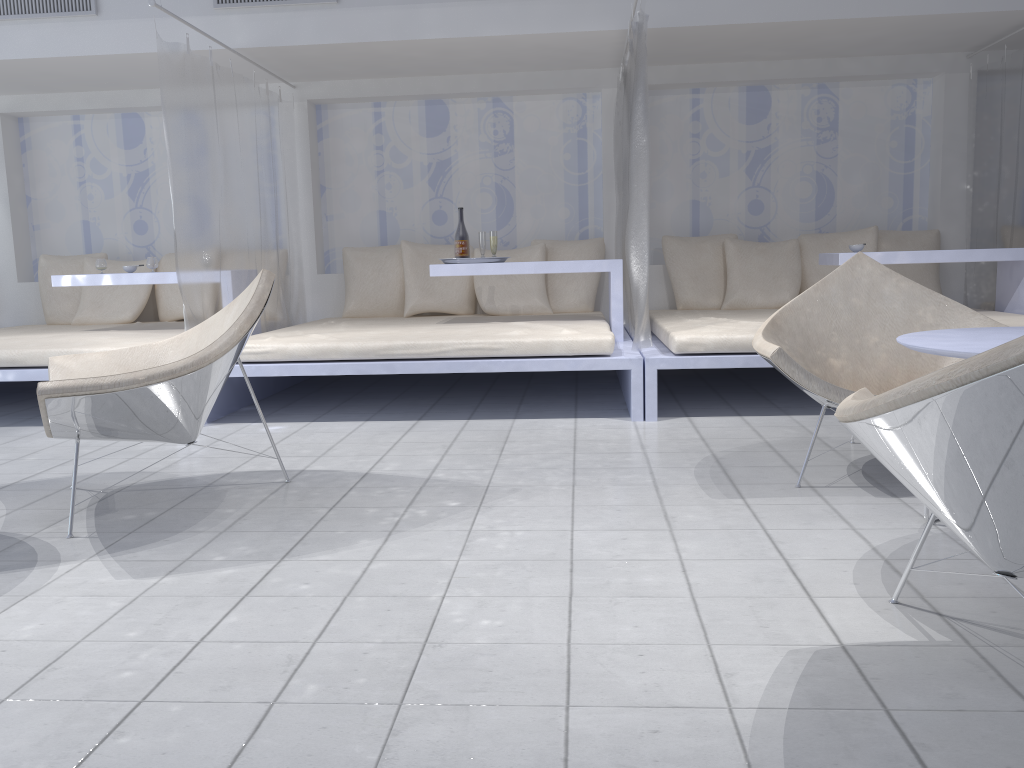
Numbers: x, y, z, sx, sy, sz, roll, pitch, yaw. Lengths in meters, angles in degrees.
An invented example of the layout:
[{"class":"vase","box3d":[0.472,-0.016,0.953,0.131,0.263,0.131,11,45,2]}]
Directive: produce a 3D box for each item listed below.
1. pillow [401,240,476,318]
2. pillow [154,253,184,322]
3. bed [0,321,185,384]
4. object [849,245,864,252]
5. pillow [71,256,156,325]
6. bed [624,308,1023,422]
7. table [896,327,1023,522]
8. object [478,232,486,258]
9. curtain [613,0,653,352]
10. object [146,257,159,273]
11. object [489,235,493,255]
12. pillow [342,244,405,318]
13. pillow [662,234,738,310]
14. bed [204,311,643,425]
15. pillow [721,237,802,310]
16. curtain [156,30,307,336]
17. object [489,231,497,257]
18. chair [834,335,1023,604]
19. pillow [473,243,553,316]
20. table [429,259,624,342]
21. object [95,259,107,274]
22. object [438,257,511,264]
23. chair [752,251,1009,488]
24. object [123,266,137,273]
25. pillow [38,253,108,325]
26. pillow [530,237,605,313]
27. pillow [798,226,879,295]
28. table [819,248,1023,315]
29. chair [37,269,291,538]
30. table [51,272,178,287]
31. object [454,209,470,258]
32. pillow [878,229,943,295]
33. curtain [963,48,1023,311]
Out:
[{"class":"pillow","box3d":[-0.497,-0.723,6.053,0.537,0.527,0.233,-4,8,-15]},{"class":"pillow","box3d":[-2.260,-0.692,6.193,0.537,0.527,0.233,2,9,24]},{"class":"bed","box3d":[-2.611,-0.120,5.358,2.200,0.427,2.016,-1,8,5]},{"class":"object","box3d":[1.933,-0.760,4.976,0.082,0.043,0.082,-7,10,-34]},{"class":"pillow","box3d":[-2.767,-0.652,6.182,0.528,0.482,0.307,0,8,9]},{"class":"bed","box3d":[1.790,-0.197,5.009,2.200,0.427,2.016,-1,8,5]},{"class":"table","box3d":[1.392,0.157,2.194,0.823,0.534,0.825,-4,8,-18]},{"class":"object","box3d":[-0.170,-0.792,5.127,0.059,0.174,0.059,-6,9,-27]},{"class":"curtain","box3d":[0.657,-1.054,4.923,0.151,1.552,2.050,-1,8,5]},{"class":"object","box3d":[-2.130,-0.707,5.253,0.068,0.091,0.068,3,9,30]},{"class":"object","box3d":[-0.105,-0.793,5.122,0.059,0.174,0.059,-6,9,-27]},{"class":"pillow","box3d":[-0.924,-0.696,6.115,0.524,0.521,0.230,-1,8,7]},{"class":"pillow","box3d":[1.301,-0.748,5.947,0.572,0.510,0.231,-1,8,4]},{"class":"bed","box3d":[-0.411,-0.158,5.200,2.200,0.422,2.022,-1,8,5]},{"class":"pillow","box3d":[1.634,-0.729,5.833,0.528,0.482,0.307,0,8,9]},{"class":"curtain","box3d":[-1.531,-1.001,5.140,0.125,1.559,1.998,-1,8,3]},{"class":"object","box3d":[-0.104,-0.784,5.058,0.059,0.174,0.059,-6,9,-27]},{"class":"chair","box3d":[1.006,0.157,1.463,0.906,0.759,0.753,2,9,22]},{"class":"pillow","box3d":[0.003,-0.700,5.962,0.528,0.482,0.307,-2,8,0]},{"class":"table","box3d":[0.095,-0.477,5.109,1.065,0.450,0.416,-1,8,5]},{"class":"object","box3d":[-2.504,-0.718,5.408,0.068,0.091,0.068,3,9,30]},{"class":"object","box3d":[-0.217,-0.711,5.105,0.429,0.031,0.275,-1,8,6]},{"class":"chair","box3d":[1.301,-0.088,3.141,0.906,0.759,0.753,0,8,8]},{"class":"object","box3d":[-2.321,-0.697,5.392,0.082,0.043,0.082,-7,10,-34]},{"class":"pillow","box3d":[-3.101,-0.672,6.296,0.572,0.510,0.231,-1,8,4]},{"class":"pillow","box3d":[0.350,-0.732,6.022,0.572,0.510,0.231,-1,8,5]},{"class":"pillow","box3d":[2.142,-0.769,5.844,0.537,0.527,0.233,2,9,24]},{"class":"table","box3d":[2.303,-0.515,4.934,1.065,0.450,0.416,-1,8,5]},{"class":"chair","box3d":[-1.143,0.006,2.974,0.753,0.759,0.906,-5,9,-25]},{"class":"table","box3d":[-2.095,-0.438,5.283,1.065,0.450,0.416,-1,8,5]},{"class":"object","box3d":[-0.290,-0.859,5.103,0.092,0.302,0.092,-6,9,-28]},{"class":"pillow","box3d":[2.574,-0.757,5.837,0.524,0.521,0.230,-1,8,3]},{"class":"curtain","box3d":[2.874,-1.077,4.790,0.125,1.559,1.998,-1,8,3]}]
